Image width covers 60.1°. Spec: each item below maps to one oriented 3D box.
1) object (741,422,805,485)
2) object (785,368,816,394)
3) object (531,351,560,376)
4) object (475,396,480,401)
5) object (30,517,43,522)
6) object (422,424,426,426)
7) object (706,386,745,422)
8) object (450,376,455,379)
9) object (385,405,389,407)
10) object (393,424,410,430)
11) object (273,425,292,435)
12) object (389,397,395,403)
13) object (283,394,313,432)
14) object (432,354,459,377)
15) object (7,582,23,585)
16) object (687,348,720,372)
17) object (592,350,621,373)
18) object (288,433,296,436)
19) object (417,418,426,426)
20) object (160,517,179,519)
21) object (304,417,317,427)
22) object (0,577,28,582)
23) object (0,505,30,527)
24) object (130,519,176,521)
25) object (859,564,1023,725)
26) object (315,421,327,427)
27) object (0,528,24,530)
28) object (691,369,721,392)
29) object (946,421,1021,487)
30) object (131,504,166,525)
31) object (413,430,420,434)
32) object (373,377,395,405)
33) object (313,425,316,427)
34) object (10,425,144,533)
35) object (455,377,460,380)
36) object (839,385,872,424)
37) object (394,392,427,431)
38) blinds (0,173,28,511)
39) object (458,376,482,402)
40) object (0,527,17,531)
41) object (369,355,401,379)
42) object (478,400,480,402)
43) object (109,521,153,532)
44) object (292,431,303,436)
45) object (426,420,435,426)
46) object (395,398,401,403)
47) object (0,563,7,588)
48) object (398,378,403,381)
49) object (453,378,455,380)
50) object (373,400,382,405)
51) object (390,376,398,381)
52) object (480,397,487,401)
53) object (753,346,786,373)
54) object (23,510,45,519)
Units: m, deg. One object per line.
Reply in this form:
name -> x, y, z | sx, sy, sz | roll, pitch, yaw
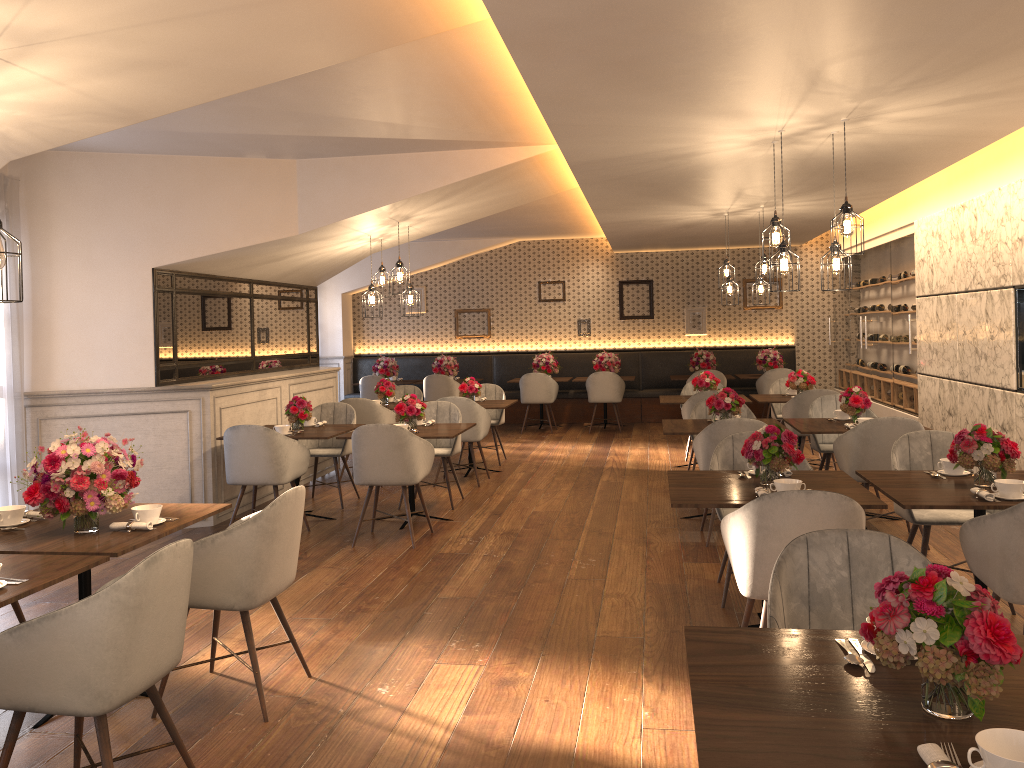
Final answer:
object -> 1.242, 0.331, 4.261 | 0.305, 0.301, 0.234 | 0, 2, 42
object -> 2.964, -0.016, 9.076 | 0.305, 0.301, 0.234 | 0, 2, 31
object -> 0.502, -0.283, 13.360 | 0.420, 0.425, 0.405 | -3, 2, -37
object -> -0.425, 0.151, 9.616 | 0.148, 0.072, 0.148 | -3, 3, -23
object -> -2.111, 0.581, 3.840 | 0.192, 0.024, 0.025 | -1, 2, 9
object -> -0.709, 0.328, 7.302 | 0.025, 0.024, 0.193 | -1, 4, 9
object -> 1.645, 0.160, 6.807 | 0.305, 0.301, 0.234 | -2, 2, -13
object -> -0.970, -0.104, 13.890 | 0.148, 0.072, 0.148 | -3, 4, -33
object -> -1.309, 0.231, 9.160 | 0.043, 0.015, 0.197 | -1, 4, 13
object -> -0.846, 0.344, 6.717 | 0.148, 0.072, 0.148 | -3, 3, -23
object -> -1.779, 0.359, 6.864 | 0.148, 0.072, 0.148 | -3, 3, -23
object -> -1.358, 0.166, 9.764 | 0.148, 0.072, 0.148 | -3, 3, -23
object -> -1.722, 0.227, 7.109 | 0.234, 0.301, 0.305 | -2, 2, -16
object -> -1.015, -0.254, 13.510 | 0.420, 0.425, 0.406 | -2, 2, -3
object -> -1.685, 0.643, 2.864 | 0.210, 0.004, 0.022 | -1, 4, 9
object -> 2.785, -0.314, 12.911 | 0.420, 0.425, 0.405 | -3, 2, -39
object -> 1.407, -0.292, 13.116 | 0.419, 0.425, 0.406 | -1, 2, 11
object -> -1.697, 0.390, 6.878 | 0.022, 0.004, 0.211 | -1, 4, 9
object -> -0.787, 0.305, 7.324 | 0.148, 0.072, 0.148 | -3, 3, -23
object -> -1.527, 0.573, 3.818 | 0.197, 0.015, 0.043 | -1, 3, 5
object -> -1.720, 0.319, 7.471 | 0.148, 0.072, 0.148 | -3, 3, -23
object -> -1.673, 0.635, 2.897 | 0.197, 0.015, 0.043 | -1, 3, 5
object -> -2.133, 0.563, 3.763 | 0.148, 0.072, 0.148 | -4, 4, -38
object -> -1.540, 0.581, 3.785 | 0.210, 0.004, 0.022 | -1, 4, 9
object -> 0.861, 0.497, 1.765 | 0.234, 0.301, 0.305 | -2, 2, -34
object -> -1.607, 0.334, 7.454 | 0.056, 0.039, 0.176 | -1, 3, 9
object -> -2.119, 0.602, 3.682 | 0.210, 0.004, 0.022 | -1, 4, 9
object -> 2.031, -0.004, 9.255 | 0.305, 0.301, 0.234 | -2, 2, -13
object -> 2.176, 0.317, 4.085 | 0.305, 0.301, 0.234 | 0, 2, 31
object -> -1.527, 0.551, 3.704 | 0.148, 0.072, 0.148 | -4, 4, -38
object -> -0.738, 0.370, 6.720 | 0.043, 0.015, 0.197 | -1, 4, 13
object -> -1.360, 0.074, 9.402 | 0.234, 0.301, 0.305 | -2, 2, -16
object -> -1.642, 0.343, 7.450 | 0.025, 0.024, 0.193 | -1, 4, 9
object -> -1.738, 0.385, 3.607 | 0.420, 0.425, 0.406 | -2, 2, -3
object -> -0.857, -0.088, 13.872 | 0.056, 0.039, 0.176 | -1, 3, 9
object -> 2.581, 0.147, 6.629 | 0.234, 0.301, 0.305 | -1, 2, 11
object -> -0.793, 0.212, 6.975 | 0.234, 0.301, 0.305 | -1, 2, 28
blinds -> -3.705, -0.132, 5.852 | 0.134, 2.697, 1.382 | -1, 1, 9
object -> -0.431, 0.059, 9.267 | 0.234, 0.301, 0.305 | -1, 2, 28
object -> -2.131, 0.599, 3.649 | 0.197, 0.015, 0.043 | -1, 3, 5
object -> -1.951, -0.239, 13.663 | 0.420, 0.425, 0.405 | -3, 2, -39
object -> -0.347, 0.175, 9.595 | 0.025, 0.024, 0.193 | -1, 4, 9
object -> -1.544, 0.576, 3.591 | 0.175, 0.039, 0.056 | -1, 3, 9
object -> -1.671, 0.385, 6.867 | 0.043, 0.015, 0.197 | -1, 4, 13
object -> -0.674, 0.320, 7.306 | 0.056, 0.039, 0.176 | -1, 3, 9
object -> -1.245, 0.181, 9.746 | 0.056, 0.039, 0.176 | -1, 3, 9
object -> -1.672, 0.613, 2.783 | 0.148, 0.072, 0.148 | -4, 4, -38
object -> -1.772, -0.074, 14.017 | 0.056, 0.039, 0.176 | -1, 3, 9
object -> -0.892, -0.080, 13.868 | 0.025, 0.024, 0.193 | -1, 4, 9
object -> -1.417, 0.205, 9.157 | 0.148, 0.072, 0.148 | -3, 3, -23
object -> -1.885, -0.089, 14.035 | 0.148, 0.072, 0.148 | -3, 4, -33
object -> -0.312, 0.166, 9.599 | 0.056, 0.039, 0.176 | -1, 3, 9
object -> 3.715, -0.329, 12.775 | 0.420, 0.425, 0.405 | -3, 2, -37
object -> -2.115, 0.572, 3.876 | 0.175, 0.039, 0.056 | -1, 3, 9
